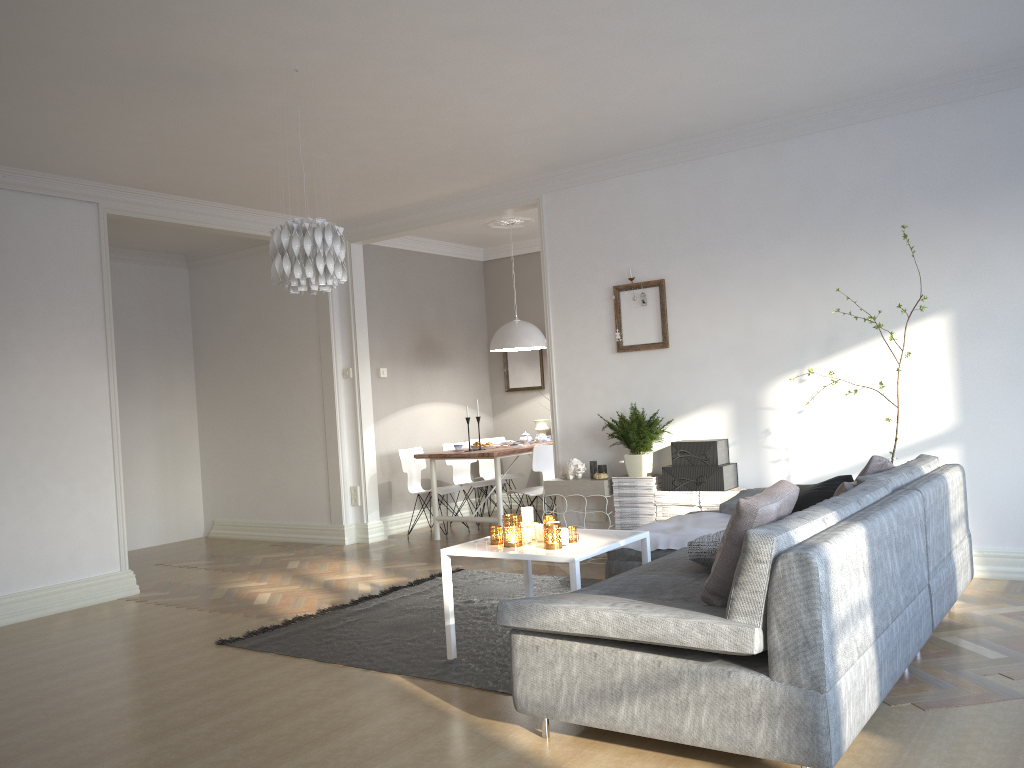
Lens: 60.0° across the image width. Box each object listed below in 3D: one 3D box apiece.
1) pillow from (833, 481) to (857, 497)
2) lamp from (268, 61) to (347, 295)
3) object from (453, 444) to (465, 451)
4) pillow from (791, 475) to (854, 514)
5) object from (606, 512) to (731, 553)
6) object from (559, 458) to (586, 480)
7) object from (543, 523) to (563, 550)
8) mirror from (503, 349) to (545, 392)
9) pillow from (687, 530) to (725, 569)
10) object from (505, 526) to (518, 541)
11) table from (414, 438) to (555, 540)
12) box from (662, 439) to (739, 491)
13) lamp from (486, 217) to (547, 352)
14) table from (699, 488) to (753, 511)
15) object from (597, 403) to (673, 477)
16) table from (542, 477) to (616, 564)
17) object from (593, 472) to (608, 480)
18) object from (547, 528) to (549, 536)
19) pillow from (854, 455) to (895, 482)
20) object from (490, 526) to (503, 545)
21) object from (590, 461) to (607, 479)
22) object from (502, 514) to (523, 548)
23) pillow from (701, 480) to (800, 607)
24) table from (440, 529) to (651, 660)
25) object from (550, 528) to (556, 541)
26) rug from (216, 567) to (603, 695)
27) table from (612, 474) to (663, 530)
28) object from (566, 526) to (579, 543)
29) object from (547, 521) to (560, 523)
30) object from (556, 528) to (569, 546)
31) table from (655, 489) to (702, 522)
[{"bbox_3d":[1.461,0.577,4.016,0.337,0.311,0.414,-4,-1,40],"label":"pillow"},{"bbox_3d":[-0.986,-0.963,4.196,0.355,1.065,0.354,-4,0,-13],"label":"lamp"},{"bbox_3d":[-0.464,0.554,7.735,0.116,0.056,0.137,-3,-1,-24],"label":"object"},{"bbox_3d":[1.499,0.604,4.584,0.401,0.248,0.421,-3,-1,-35],"label":"pillow"},{"bbox_3d":[0.952,0.934,4.637,0.726,0.437,0.811,-4,-1,34],"label":"object"},{"bbox_3d":[0.430,0.597,6.258,0.137,0.150,0.311,-3,-1,-25],"label":"object"},{"bbox_3d":[0.178,0.664,3.867,0.080,0.104,0.080,-4,-1,25],"label":"object"},{"bbox_3d":[0.119,-0.208,9.270,0.474,0.557,0.051,-4,0,35],"label":"mirror"},{"bbox_3d":[0.916,0.646,3.497,0.406,0.194,0.404,-4,-1,22],"label":"pillow"},{"bbox_3d":[-0.001,0.694,4.066,0.060,0.073,0.060,-4,-1,24],"label":"object"},{"bbox_3d":[0.101,0.929,8.136,0.853,0.750,1.985,-4,-1,35],"label":"table"},{"bbox_3d":[1.207,0.529,5.766,0.419,0.315,0.298,-4,-1,35],"label":"box"},{"bbox_3d":[0.025,-0.907,8.144,0.530,1.182,0.530,-4,0,43],"label":"lamp"},{"bbox_3d":[1.397,0.923,5.652,0.327,0.499,0.246,-4,0,35],"label":"table"},{"bbox_3d":[0.831,0.383,5.985,0.438,0.526,0.368,-4,-1,35],"label":"object"},{"bbox_3d":[0.513,0.953,6.229,0.553,0.575,0.298,-4,-1,36],"label":"table"},{"bbox_3d":[0.612,0.634,6.106,0.099,0.046,0.104,-4,-1,-9],"label":"object"},{"bbox_3d":[0.193,0.682,4.053,0.060,0.073,0.060,-3,-1,-30],"label":"object"},{"bbox_3d":[1.732,0.536,4.308,0.324,0.403,0.429,-4,-1,22],"label":"pillow"},{"bbox_3d":[-0.071,0.696,4.076,0.060,0.079,0.060,-4,-1,25],"label":"object"},{"bbox_3d":[0.604,0.592,6.209,0.123,0.134,0.062,-4,0,-14],"label":"object"},{"bbox_3d":[-0.001,0.660,3.993,0.090,0.140,0.087,-4,0,6],"label":"object"},{"bbox_3d":[0.808,0.537,2.999,0.242,0.390,0.426,-4,-1,36],"label":"pillow"},{"bbox_3d":[0.176,0.973,4.096,0.715,0.504,0.674,-4,-1,35],"label":"table"},{"bbox_3d":[0.195,0.680,3.988,0.060,0.073,0.060,-3,-1,-30],"label":"object"},{"bbox_3d":[-0.120,1.246,4.796,2.112,0.055,2.014,-4,-1,35],"label":"rug"},{"bbox_3d":[0.885,0.913,6.011,0.321,0.596,0.246,-4,0,35],"label":"table"},{"bbox_3d":[0.273,0.679,3.995,0.054,0.068,0.047,-4,0,-5],"label":"object"},{"bbox_3d":[0.195,0.683,4.156,0.060,0.073,0.060,-3,-1,-30],"label":"object"},{"bbox_3d":[0.223,0.678,3.927,0.060,0.073,0.060,-4,-1,-3],"label":"object"},{"bbox_3d":[1.140,0.943,5.833,0.327,0.499,0.246,-4,0,35],"label":"table"}]
